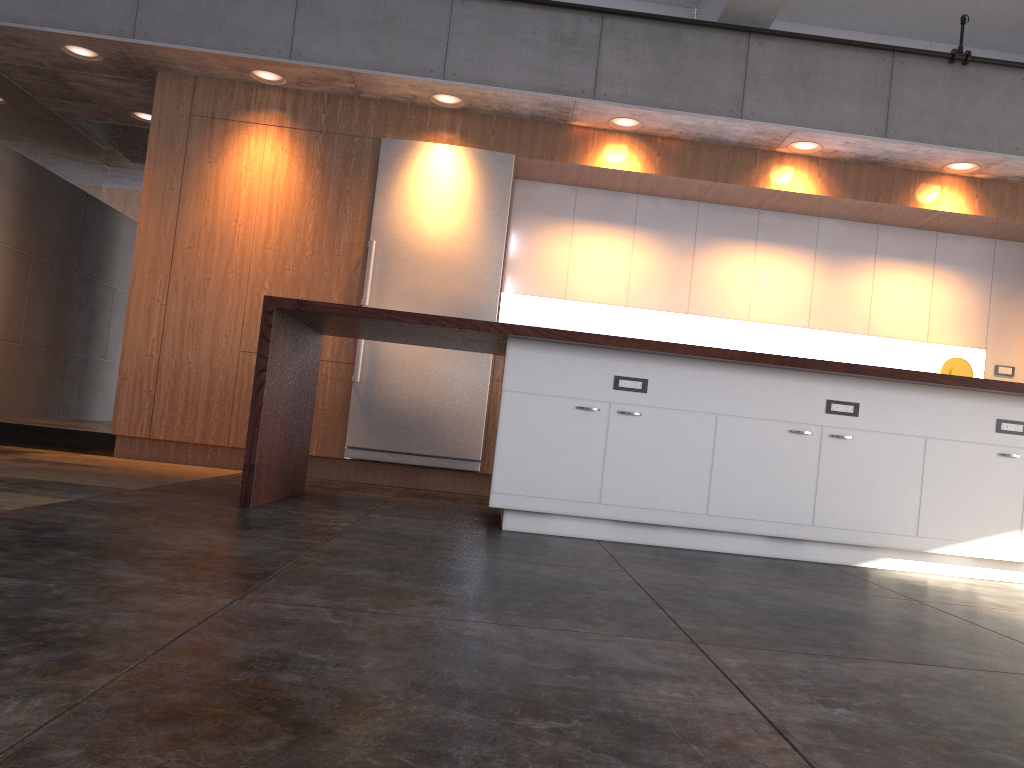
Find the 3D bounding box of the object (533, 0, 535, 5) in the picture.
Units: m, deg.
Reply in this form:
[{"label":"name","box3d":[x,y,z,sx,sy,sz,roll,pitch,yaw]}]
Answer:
[{"label":"object","box3d":[2.165,-0.046,6.871,0.062,0.053,0.052,6,-3,5]}]

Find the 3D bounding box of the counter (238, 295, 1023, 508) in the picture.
[{"label":"counter","box3d":[2.122,0.481,4.747,6.672,0.970,1.140,6,-3,-3]}]

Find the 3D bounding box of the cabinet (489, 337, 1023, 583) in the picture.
[{"label":"cabinet","box3d":[2.728,0.578,4.772,5.662,0.929,0.920,6,-3,-3]}]

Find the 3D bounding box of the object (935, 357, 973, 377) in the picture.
[{"label":"object","box3d":[3.429,-0.016,6.864,0.275,0.381,0.099,6,-2,-3]}]

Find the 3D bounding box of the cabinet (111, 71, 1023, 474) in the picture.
[{"label":"cabinet","box3d":[1.379,-0.413,7.567,8.126,2.561,2.375,6,-3,-3]}]

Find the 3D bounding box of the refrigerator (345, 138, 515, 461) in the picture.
[{"label":"refrigerator","box3d":[-0.578,-0.597,6.308,0.960,2.189,0.219,7,-2,-6]}]
